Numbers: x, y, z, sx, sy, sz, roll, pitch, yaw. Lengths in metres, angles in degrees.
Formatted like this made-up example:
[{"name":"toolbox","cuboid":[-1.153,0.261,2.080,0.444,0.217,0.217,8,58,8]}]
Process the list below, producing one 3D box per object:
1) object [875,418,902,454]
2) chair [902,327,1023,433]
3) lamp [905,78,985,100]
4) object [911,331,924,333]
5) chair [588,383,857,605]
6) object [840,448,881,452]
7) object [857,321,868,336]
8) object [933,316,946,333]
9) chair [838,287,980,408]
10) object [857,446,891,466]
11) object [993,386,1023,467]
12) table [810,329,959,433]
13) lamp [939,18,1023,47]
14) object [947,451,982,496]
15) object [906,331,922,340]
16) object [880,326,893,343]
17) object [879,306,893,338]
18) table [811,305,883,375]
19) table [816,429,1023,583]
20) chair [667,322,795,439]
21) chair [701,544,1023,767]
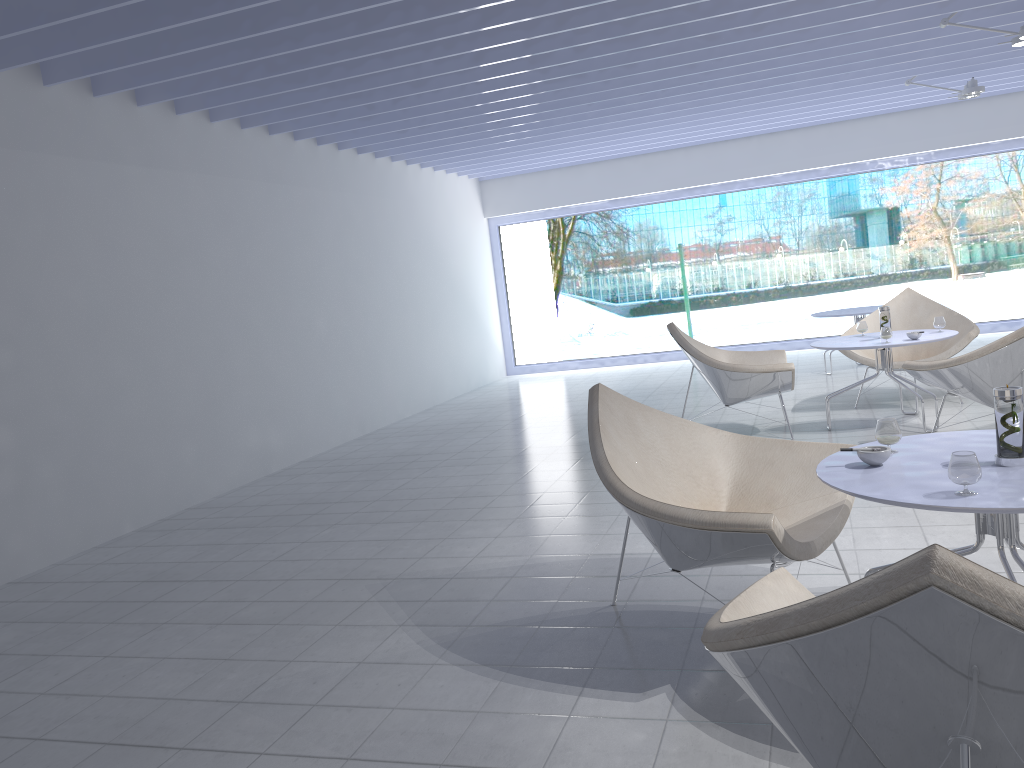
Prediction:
[{"name":"object","cuboid":[1.024,0.141,2.415,0.068,0.091,0.068,-6,6,9]},{"name":"chair","cuboid":[2.569,-0.065,4.436,0.906,0.759,0.753,-8,6,-11]},{"name":"lamp","cuboid":[3.673,-2.530,7.552,0.587,0.218,0.380,-5,6,19]},{"name":"object","cuboid":[2.288,-0.290,5.004,0.012,0.016,0.098,-9,6,-15]},{"name":"chair","cuboid":[0.594,0.359,2.750,0.753,0.759,0.906,-2,8,36]},{"name":"object","cuboid":[0.906,0.171,2.305,0.098,0.016,0.012,-5,6,18]},{"name":"object","cuboid":[2.214,-0.350,5.604,0.068,0.091,0.068,-2,8,41]},{"name":"object","cuboid":[2.541,-0.354,5.271,0.068,0.091,0.068,-6,6,11]},{"name":"chair","cuboid":[2.769,-0.280,6.202,0.906,0.759,0.753,-4,7,29]},{"name":"object","cuboid":[0.937,0.189,2.293,0.082,0.043,0.082,-5,7,20]},{"name":"object","cuboid":[1.201,0.101,2.140,0.075,0.185,0.075,-9,6,-18]},{"name":"table","cuboid":[2.258,-0.012,5.362,0.825,0.534,0.823,-6,6,10]},{"name":"lamp","cuboid":[3.018,-2.235,5.569,0.587,0.218,0.380,-5,6,19]},{"name":"object","cuboid":[0.992,0.196,1.943,0.068,0.091,0.068,-6,6,9]},{"name":"object","cuboid":[2.286,-0.273,5.037,0.082,0.043,0.082,-8,6,-13]},{"name":"object","cuboid":[2.129,-0.279,5.044,0.068,0.091,0.068,-13,8,-42]},{"name":"object","cuboid":[2.246,-0.374,5.337,0.075,0.189,0.075,-6,6,11]},{"name":"table","cuboid":[3.122,-0.394,7.917,0.823,0.534,0.825,-10,7,-24]},{"name":"table","cuboid":[1.215,0.456,2.212,0.825,0.534,0.823,-7,6,-4]},{"name":"chair","cuboid":[1.396,-0.057,5.688,0.753,0.759,0.906,-5,6,14]},{"name":"chair","cuboid":[0.697,0.503,1.305,0.906,0.759,0.753,-3,7,34]}]
